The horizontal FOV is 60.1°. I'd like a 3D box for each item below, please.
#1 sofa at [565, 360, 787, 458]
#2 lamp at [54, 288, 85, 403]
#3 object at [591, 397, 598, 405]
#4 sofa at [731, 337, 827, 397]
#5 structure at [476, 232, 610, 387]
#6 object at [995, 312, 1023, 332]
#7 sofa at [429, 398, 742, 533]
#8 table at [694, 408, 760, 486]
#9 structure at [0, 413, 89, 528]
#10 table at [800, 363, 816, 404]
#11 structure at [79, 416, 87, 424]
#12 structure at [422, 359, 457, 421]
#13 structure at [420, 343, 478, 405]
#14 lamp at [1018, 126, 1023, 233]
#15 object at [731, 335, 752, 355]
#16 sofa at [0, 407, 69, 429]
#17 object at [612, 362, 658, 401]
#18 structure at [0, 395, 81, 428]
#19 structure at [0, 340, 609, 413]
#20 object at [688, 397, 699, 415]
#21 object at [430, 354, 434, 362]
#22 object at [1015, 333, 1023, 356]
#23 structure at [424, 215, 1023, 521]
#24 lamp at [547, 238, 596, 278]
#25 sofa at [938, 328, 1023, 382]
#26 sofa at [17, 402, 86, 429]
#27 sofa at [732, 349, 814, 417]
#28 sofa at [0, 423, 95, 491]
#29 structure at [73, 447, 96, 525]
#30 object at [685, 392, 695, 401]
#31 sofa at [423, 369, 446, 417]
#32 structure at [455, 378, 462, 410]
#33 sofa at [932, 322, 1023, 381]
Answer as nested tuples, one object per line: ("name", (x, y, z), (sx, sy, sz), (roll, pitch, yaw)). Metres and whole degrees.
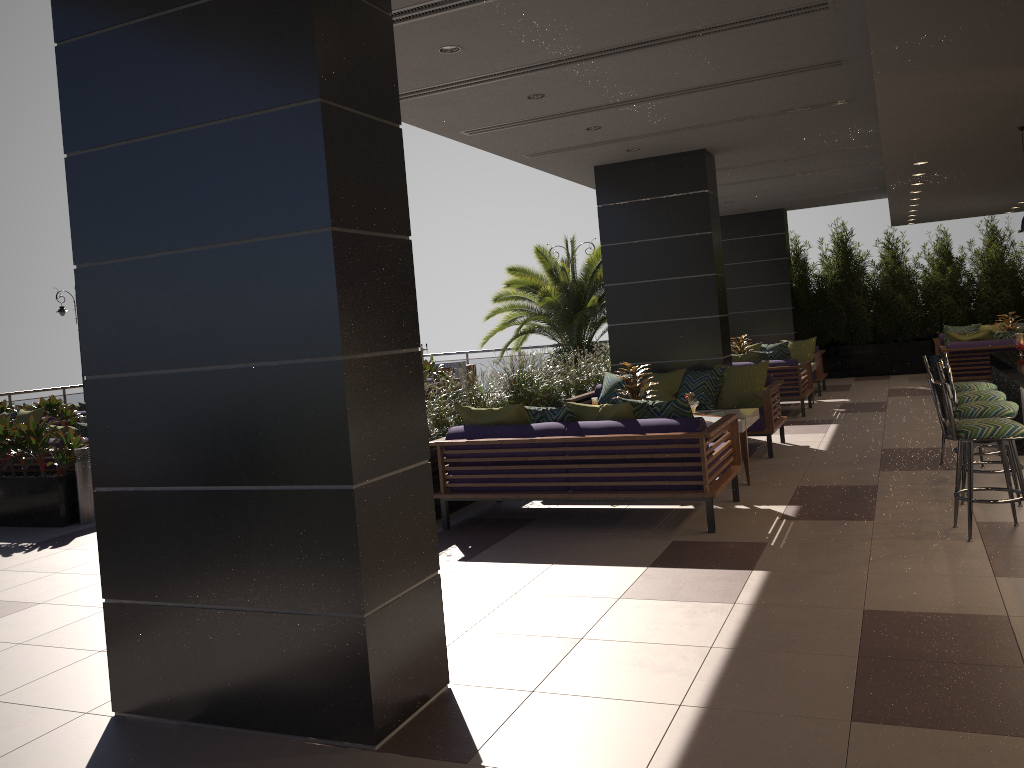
("sofa", (1.759, 0.276, 9.466), (2.122, 0.919, 1.122), (-4, 2, 24))
("lamp", (-9.725, -0.591, 19.999), (0.263, 3.327, 1.124), (-5, 0, 24))
("object", (0.812, 0.224, 8.628), (0.068, 0.181, 0.069), (-5, 0, 7))
("sofa", (4.084, -0.251, 14.778), (2.122, 0.919, 1.122), (-4, 2, 24))
("structure", (1.206, -1.356, 17.376), (3.808, 3.302, 3.748), (-6, 2, -23))
("object", (7.603, -0.836, 13.509), (0.429, 0.526, 0.426), (-4, 2, 41))
("sofa", (0.578, 0.545, 6.767), (2.122, 0.919, 1.122), (-4, 2, 24))
("table", (1.170, 0.594, 8.099), (2.033, 0.553, 0.944), (-3, 3, 24))
("structure", (-5.103, 0.882, 8.789), (2.247, 1.172, 0.739), (-4, 1, 25))
("table", (3.590, 0.045, 13.628), (2.033, 0.553, 0.944), (-3, 3, 24))
("structure", (-6.569, 0.846, 13.652), (0.100, 0.700, 0.180), (-5, 0, 24))
("structure", (-2.007, 0.180, 15.862), (2.247, 1.172, 0.739), (-4, 1, 25))
("structure", (-2.925, -0.132, 19.294), (4.393, 1.328, 0.806), (-4, 1, 24))
("lamp", (4.041, -1.638, 6.845), (0.192, 0.864, 1.084), (-5, 2, 24))
("object", (3.542, -0.492, 13.630), (0.429, 0.526, 0.426), (-4, 2, 41))
("sofa", (-7.927, 0.870, 13.403), (2.122, 0.919, 1.122), (-4, 2, 24))
("object", (1.121, 0.058, 8.090), (0.429, 0.526, 0.426), (-4, 2, 36))
("structure", (-7.710, 0.779, 14.119), (2.244, 1.172, 0.716), (-4, 1, 20))
("structure", (-5.836, 0.642, 12.998), (12.894, 1.058, 17.553), (-3, 4, 24))
("object", (1.564, 0.212, 7.641), (0.106, 0.197, 0.105), (-6, 1, -38))
("object", (-1.669, -0.522, 18.438), (0.069, 0.198, 0.082), (-5, 1, -30))
("object", (4.117, -0.320, 7.172), (0.069, 0.181, 0.069), (-5, 0, -4))
("structure", (2.124, -0.666, 6.253), (7.803, 3.120, 24.799), (-4, 4, 24))
("lamp", (1.409, -1.494, 19.051), (1.120, 3.327, 0.264), (-5, 0, 24))
("sofa", (7.162, -0.368, 12.351), (2.122, 0.919, 1.122), (-4, 2, 24))
("sofa", (-7.350, 0.735, 14.795), (2.122, 0.919, 1.122), (-4, 2, 24))
("sofa", (3.055, -0.018, 12.427), (2.122, 0.919, 1.122), (-4, 2, 24))
("sofa", (-4.780, 0.839, 9.489), (2.122, 0.919, 1.122), (-4, 2, 24))
("structure", (-4.015, 0.953, 8.323), (0.100, 0.700, 0.180), (-5, 0, 24))
("object", (1.656, 0.172, 8.218), (0.067, 0.189, 0.084), (-5, 1, -41))
("sofa", (-2.333, 0.282, 15.109), (2.122, 0.919, 1.122), (-4, 2, 24))
("structure", (-0.913, 0.249, 15.411), (0.100, 0.700, 0.180), (-5, 0, 24))
("sofa", (8.191, -0.601, 14.702), (2.122, 0.919, 1.122), (-4, 2, 24))
